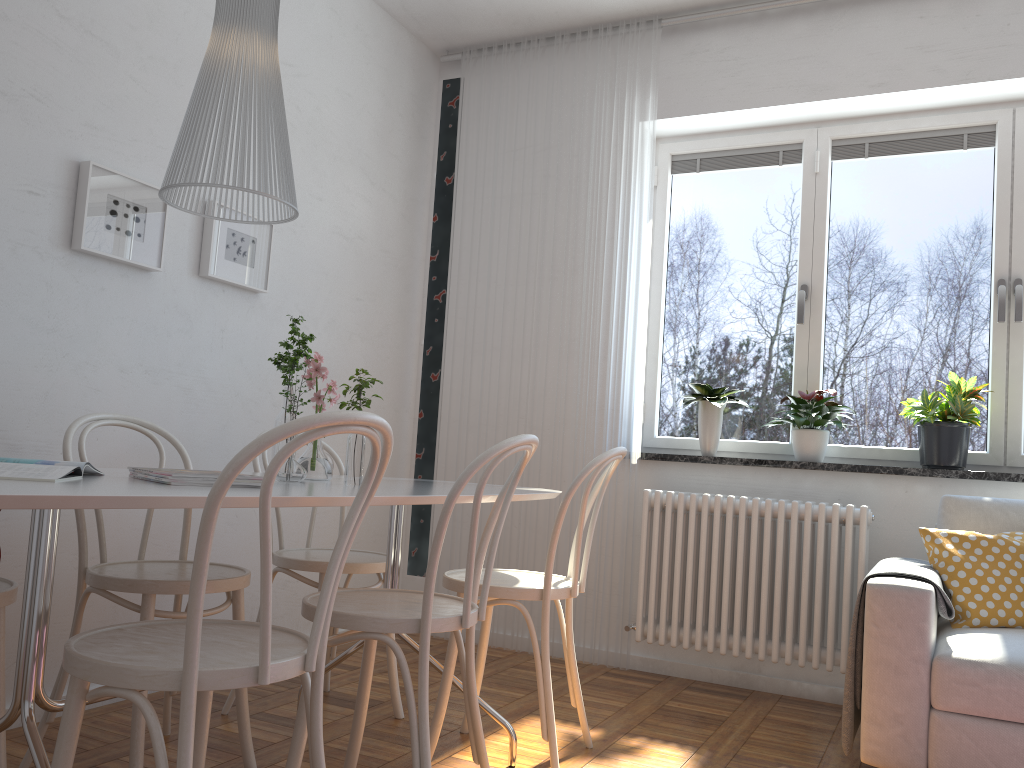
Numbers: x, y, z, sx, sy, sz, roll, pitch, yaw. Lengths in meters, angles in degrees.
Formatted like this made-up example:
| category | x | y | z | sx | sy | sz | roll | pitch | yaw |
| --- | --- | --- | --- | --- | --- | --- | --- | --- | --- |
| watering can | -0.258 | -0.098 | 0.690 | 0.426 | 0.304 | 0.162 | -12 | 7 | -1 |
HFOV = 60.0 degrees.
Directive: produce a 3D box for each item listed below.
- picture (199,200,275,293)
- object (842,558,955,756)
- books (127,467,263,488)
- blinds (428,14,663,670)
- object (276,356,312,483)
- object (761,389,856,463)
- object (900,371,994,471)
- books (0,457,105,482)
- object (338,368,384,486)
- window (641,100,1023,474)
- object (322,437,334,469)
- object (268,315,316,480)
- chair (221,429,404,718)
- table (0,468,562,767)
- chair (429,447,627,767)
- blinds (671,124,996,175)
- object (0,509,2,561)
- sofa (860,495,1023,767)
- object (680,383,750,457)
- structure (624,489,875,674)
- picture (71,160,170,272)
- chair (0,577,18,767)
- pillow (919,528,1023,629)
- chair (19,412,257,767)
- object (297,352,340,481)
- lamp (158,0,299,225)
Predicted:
| category | x | y | z | sx | sy | sz | roll | pitch | yaw |
| --- | --- | --- | --- | --- | --- | --- | --- | --- | --- |
| picture | -1.014 | -0.502 | 3.288 | 0.047 | 0.273 | 0.312 | 2 | -5 | 26 |
| object | 1.193 | 0.822 | 2.725 | 0.288 | 0.533 | 0.609 | 2 | -5 | 26 |
| books | -0.634 | 0.188 | 1.786 | 0.204 | 0.022 | 0.278 | 8 | -6 | -37 |
| blinds | 0.125 | -0.227 | 4.106 | 1.037 | 2.883 | 0.056 | 2 | -5 | 26 |
| object | -0.527 | 0.083 | 2.147 | 0.084 | 0.307 | 0.084 | 5 | -4 | -19 |
| object | 1.249 | 0.173 | 3.701 | 0.380 | 0.308 | 0.371 | 4 | -5 | 1 |
| object | 1.673 | 0.142 | 3.466 | 0.333 | 0.384 | 0.300 | 0 | -6 | 41 |
| books | -0.933 | 0.151 | 1.634 | 0.266 | 0.029 | 0.406 | 5 | -5 | -14 |
| object | -0.382 | 0.106 | 2.224 | 0.098 | 0.293 | 0.146 | 6 | -5 | -30 |
| window | 1.980 | -0.398 | 3.527 | 3.019 | 1.508 | 0.151 | 1 | -5 | 26 |
| object | -0.561 | 0.195 | 2.554 | 0.087 | 0.151 | 0.112 | 7 | -6 | -41 |
| object | -0.556 | 0.033 | 2.233 | 0.107 | 0.419 | 0.111 | 3 | -4 | 15 |
| chair | -0.616 | 0.613 | 2.932 | 0.520 | 0.916 | 0.448 | 1 | -5 | 31 |
| table | -0.615 | 0.612 | 2.078 | 0.931 | 0.769 | 2.292 | 1 | -5 | 26 |
| chair | 1.615 | 0.489 | 2.275 | 3.694 | 1.340 | 0.448 | 3 | -4 | 11 |
| blinds | 2.036 | -1.012 | 3.602 | 2.844 | 0.098 | 0.015 | 1 | -5 | 26 |
| object | -1.442 | 0.304 | 2.034 | 0.201 | 0.579 | 0.492 | 0 | -6 | 41 |
| sofa | 2.263 | 0.788 | 2.309 | 2.461 | 0.842 | 1.005 | 1 | -5 | 26 |
| object | 0.869 | 0.156 | 3.829 | 0.292 | 0.315 | 0.354 | 2 | -5 | 17 |
| structure | 0.955 | 0.764 | 3.550 | 0.972 | 0.623 | 0.224 | 1 | -5 | 26 |
| picture | -1.240 | -0.527 | 2.828 | 0.047 | 0.273 | 0.312 | 2 | -5 | 26 |
| chair | -1.302 | 0.477 | 1.901 | 0.520 | 0.916 | 0.448 | 1 | -5 | 36 |
| pillow | 1.545 | 0.599 | 2.775 | 0.464 | 0.317 | 0.313 | 4 | -5 | -6 |
| chair | -0.941 | 0.542 | 2.362 | 0.520 | 0.916 | 0.448 | 2 | -5 | 26 |
| object | -0.527 | 0.086 | 2.408 | 0.111 | 0.348 | 0.108 | 4 | -4 | -4 |
| lamp | -0.567 | -1.132 | 1.990 | 0.293 | 1.494 | 0.293 | 5 | -4 | -19 |
